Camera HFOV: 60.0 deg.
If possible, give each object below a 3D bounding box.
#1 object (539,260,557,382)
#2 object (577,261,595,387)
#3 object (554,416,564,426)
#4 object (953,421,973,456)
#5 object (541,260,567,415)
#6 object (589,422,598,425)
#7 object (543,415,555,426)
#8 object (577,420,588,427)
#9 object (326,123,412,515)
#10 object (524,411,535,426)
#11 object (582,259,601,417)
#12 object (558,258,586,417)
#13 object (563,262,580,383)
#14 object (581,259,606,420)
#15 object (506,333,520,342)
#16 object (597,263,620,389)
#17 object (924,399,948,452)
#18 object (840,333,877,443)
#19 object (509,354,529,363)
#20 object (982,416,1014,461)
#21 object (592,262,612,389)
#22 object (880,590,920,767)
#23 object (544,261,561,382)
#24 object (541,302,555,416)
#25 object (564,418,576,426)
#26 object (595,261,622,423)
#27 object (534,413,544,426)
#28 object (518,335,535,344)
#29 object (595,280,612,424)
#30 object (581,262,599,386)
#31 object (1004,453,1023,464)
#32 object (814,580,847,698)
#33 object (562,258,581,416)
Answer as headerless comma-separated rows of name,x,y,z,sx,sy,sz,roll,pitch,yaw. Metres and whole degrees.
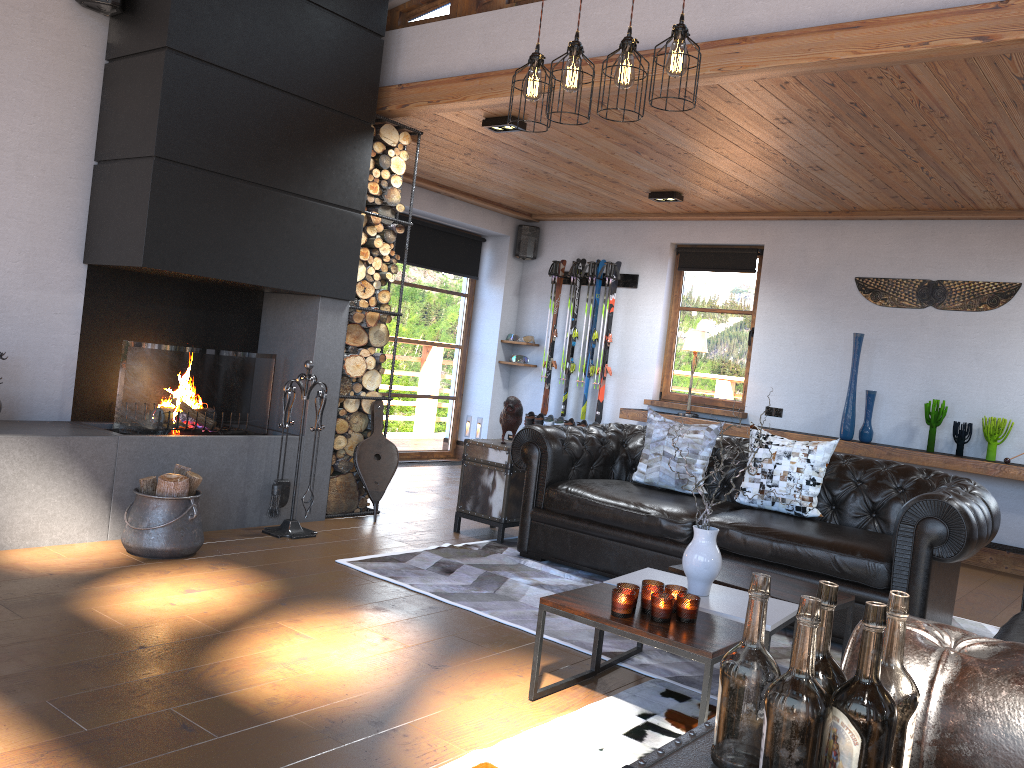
object,0.359,-0.642,9.019,0.058,1.249,0.122,7,1,20
object,0.687,-0.596,8.772,0.121,1.249,0.059,7,1,-5
object,0.454,0.456,8.908,0.115,0.270,0.254,8,1,43
object,3.421,0.419,6.757,0.129,0.260,0.124,7,1,8
object,0.457,-0.477,9.108,0.094,1.606,0.116,7,1,38
object,0.779,0.502,8.635,0.115,0.270,0.254,7,1,33
object,0.351,0.442,8.970,0.115,0.270,0.254,8,1,43
object,0.666,0.485,8.759,0.254,0.270,0.115,6,1,-37
object,-1.112,-0.447,5.990,0.461,2.611,0.499,7,1,38
object,0.166,0.416,9.119,0.115,0.270,0.254,7,1,28
object,0.781,-0.451,8.940,0.072,1.621,0.112,7,1,38
object,0.589,-0.473,8.947,0.103,1.621,0.257,7,1,34
object,0.557,-0.617,8.957,0.120,1.249,0.059,7,1,20
object,0.832,-0.443,8.886,0.072,1.621,0.112,7,1,38
object,0.026,-0.494,9.483,0.187,0.084,0.161,8,2,37
object,0.943,-0.563,8.671,0.121,1.249,0.059,7,1,0
object,3.250,0.322,6.834,0.158,0.410,0.146,7,1,7
object,2.809,0.033,7.114,0.274,0.862,0.111,7,1,-7
object,0.063,-0.268,9.436,0.189,0.084,0.349,6,2,-16
object,3.605,0.410,6.632,0.182,0.332,0.199,7,1,-2
object,0.843,-0.574,8.633,0.121,1.249,0.059,7,1,5
object,0.547,0.445,1.290,0.087,0.286,0.088,7,1,15
object,0.376,-0.642,9.100,0.120,1.249,0.059,7,1,20
object,0.387,-0.473,9.177,0.094,1.606,0.116,7,1,38
object,0.541,0.469,8.816,0.254,0.270,0.115,6,1,-32
object,0.974,-0.405,8.702,0.094,1.606,0.116,7,1,38
object,0.256,0.429,9.045,0.115,0.270,0.254,8,1,43
object,0.165,-0.475,9.375,0.158,0.084,0.191,8,2,37
object,0.905,-0.400,8.770,0.094,1.606,0.116,7,1,38
object,0.738,-0.592,8.815,0.120,1.249,0.059,7,1,20
object,3.949,0.450,6.262,0.526,0.349,0.641,6,2,-25
object,0.450,0.433,1.303,0.087,0.286,0.088,7,1,16
object,0.589,-0.476,9.051,0.072,1.621,0.112,7,1,38
